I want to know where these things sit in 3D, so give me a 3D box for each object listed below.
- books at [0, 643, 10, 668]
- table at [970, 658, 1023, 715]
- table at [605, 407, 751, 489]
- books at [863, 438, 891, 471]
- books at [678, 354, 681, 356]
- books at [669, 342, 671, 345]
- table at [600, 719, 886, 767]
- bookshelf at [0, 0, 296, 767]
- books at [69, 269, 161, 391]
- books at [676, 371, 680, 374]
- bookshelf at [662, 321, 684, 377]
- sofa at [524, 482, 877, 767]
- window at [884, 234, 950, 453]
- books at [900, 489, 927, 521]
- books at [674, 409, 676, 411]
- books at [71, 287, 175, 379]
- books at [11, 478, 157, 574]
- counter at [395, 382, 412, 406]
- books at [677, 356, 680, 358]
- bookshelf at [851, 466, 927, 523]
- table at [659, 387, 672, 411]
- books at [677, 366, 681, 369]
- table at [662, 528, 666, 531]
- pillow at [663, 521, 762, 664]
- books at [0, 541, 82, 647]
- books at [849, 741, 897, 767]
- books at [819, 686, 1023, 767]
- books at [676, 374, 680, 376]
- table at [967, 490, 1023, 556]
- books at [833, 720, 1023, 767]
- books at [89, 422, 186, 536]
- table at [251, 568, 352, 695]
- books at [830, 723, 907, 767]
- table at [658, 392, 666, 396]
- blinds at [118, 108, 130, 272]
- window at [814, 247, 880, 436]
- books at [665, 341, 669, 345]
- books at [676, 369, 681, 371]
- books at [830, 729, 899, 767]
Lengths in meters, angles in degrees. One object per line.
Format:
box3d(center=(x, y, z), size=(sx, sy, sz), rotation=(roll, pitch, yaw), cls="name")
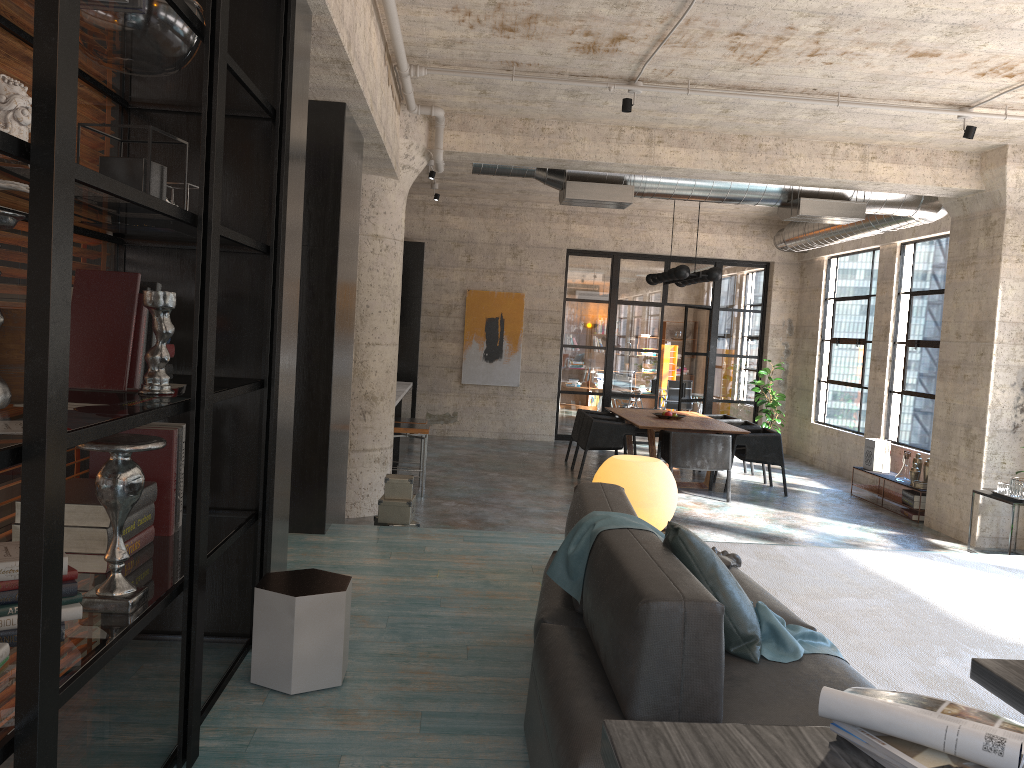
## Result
box3d(center=(-1.138, 0.559, 1.703), size=(0.231, 0.068, 0.319), rotation=(3, 4, -12), cls="books")
box3d(center=(1.985, 1.121, 2.192), size=(0.900, 0.309, 1.500), rotation=(3, 3, -4), cls="table")
box3d(center=(1.998, 0.812, 11.344), size=(1.299, 0.756, 2.410), rotation=(3, 3, -4), cls="table")
box3d(center=(4.358, 0.847, 10.601), size=(0.191, 0.362, 0.277), rotation=(3, 3, -4), cls="books")
box3d(center=(3.851, -0.687, 20.726), size=(0.132, 0.034, 0.206), rotation=(3, 4, -14), cls="books")
box3d(center=(3.681, -0.801, 20.735), size=(0.101, 0.380, 0.244), rotation=(3, 3, -4), cls="books")
box3d(center=(0.576, 0.966, 1.326), size=(0.800, 0.570, 0.800), rotation=(3, 3, -4), cls="table")
box3d(center=(-1.119, -0.175, 1.974), size=(0.628, 2.571, 2.900), rotation=(3, 3, -4), cls="bookshelf")
box3d(center=(-1.212, -0.165, 2.715), size=(0.216, 0.354, 0.256), rotation=(3, 3, -4), cls="books")
box3d(center=(3.845, -0.274, 20.765), size=(0.326, 0.056, 0.255), rotation=(3, 3, -9), cls="books")
box3d(center=(2.634, -0.423, 20.664), size=(3.034, 2.179, 0.366), rotation=(3, 3, -4), cls="bookshelf")
box3d(center=(0.559, 0.803, 2.952), size=(1.019, 0.680, 2.063), rotation=(3, 3, -4), cls="sofa")
box3d(center=(4.922, -0.469, 10.429), size=(0.081, 2.530, 1.780), rotation=(3, 3, -4), cls="window")
box3d(center=(4.375, 1.300, 9.505), size=(0.274, 0.263, 0.393), rotation=(4, 3, 6), cls="books")
box3d(center=(3.795, 0.457, 20.799), size=(0.069, 0.381, 0.244), rotation=(3, 3, -4), cls="books")
box3d(center=(-1.334, -0.165, 2.995), size=(0.303, 0.303, 0.378), rotation=(3, 3, -2), cls="books")
box3d(center=(-1.295, 0.424, 2.715), size=(0.274, 0.197, 0.393), rotation=(3, 3, -4), cls="books")
box3d(center=(-1.773, 0.083, 10.495), size=(1.000, 0.046, 3.500), rotation=(3, 3, -4), cls="counter")
box3d(center=(3.848, -0.635, 20.729), size=(0.132, 0.034, 0.206), rotation=(4, 3, 6), cls="books")
box3d(center=(4.366, 1.238, 10.031), size=(0.350, 0.347, 1.600), rotation=(3, 3, -4), cls="bookshelf")
box3d(center=(2.611, 0.417, 18.828), size=(1.800, 0.721, 0.800), rotation=(3, 3, -4), cls="table")
box3d(center=(3.790, -0.388, 20.765), size=(0.326, 0.055, 0.255), rotation=(4, 3, 6), cls="books")
box3d(center=(0.639, 0.937, 4.589), size=(0.616, 0.230, 1.044), rotation=(3, 3, -4), cls="table")
box3d(center=(0.624, 0.615, 2.868), size=(0.320, 0.393, 0.670), rotation=(4, 3, 3), cls="pillow")
box3d(center=(-1.168, 0.477, 2.029), size=(0.306, 0.188, 0.257), rotation=(1, 4, -39), cls="books")
box3d(center=(0.781, 0.672, 1.563), size=(0.252, 0.011, 0.318), rotation=(2, 4, -17), cls="books")
box3d(center=(0.767, 0.622, 1.630), size=(0.322, 0.109, 0.273), rotation=(6, 4, 36), cls="books")
box3d(center=(3.817, -0.220, 20.766), size=(0.326, 0.055, 0.255), rotation=(3, 3, -1), cls="books")
box3d(center=(4.400, 1.268, 7.770), size=(0.450, 0.563, 0.600), rotation=(3, 3, -4), cls="table")
box3d(center=(0.772, 0.640, 1.551), size=(0.252, 0.011, 0.318), rotation=(2, 4, -22), cls="books")
box3d(center=(-1.285, 0.321, 3.059), size=(0.277, 0.362, 0.191), rotation=(3, 3, -9), cls="books")
box3d(center=(-0.755, 0.881, 3.200), size=(0.365, 0.340, 0.316), rotation=(5, 4, 26), cls="table")
box3d(center=(0.773, 0.651, 1.560), size=(0.252, 0.011, 0.318), rotation=(2, 4, -27), cls="books")
box3d(center=(2.932, 0.549, 16.963), size=(1.800, 0.721, 0.800), rotation=(3, 3, -4), cls="table")
box3d(center=(-1.485, -0.005, 1.958), size=(0.136, 3.160, 2.915), rotation=(3, 3, -4), cls="blinds")
box3d(center=(4.609, -0.806, 15.714), size=(0.081, 2.530, 7.902), rotation=(3, 3, -4), cls="window")
box3d(center=(3.598, -0.804, 20.707), size=(0.036, 0.379, 0.244), rotation=(3, 3, -4), cls="books")
box3d(center=(3.803, -0.332, 20.769), size=(0.326, 0.055, 0.255), rotation=(3, 3, -4), cls="books")
box3d(center=(0.780, 0.660, 1.578), size=(0.252, 0.011, 0.318), rotation=(2, 4, -27), cls="books")
